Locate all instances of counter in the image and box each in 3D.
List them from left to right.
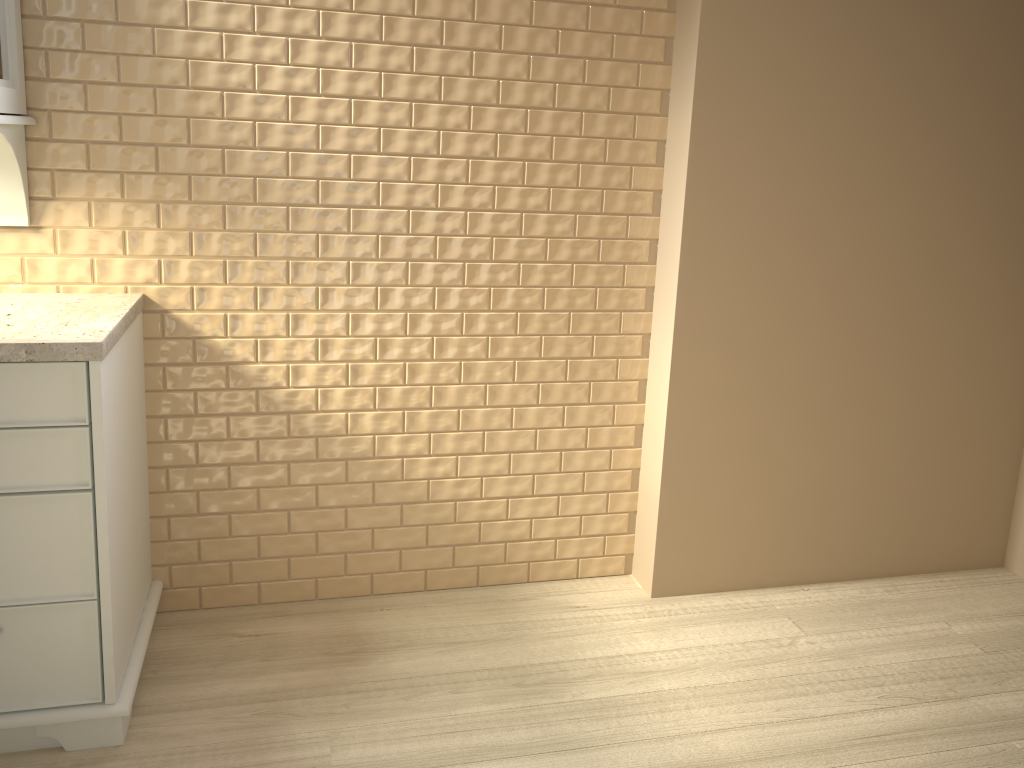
[{"bbox_3d":[-1.864,-0.105,1.564,2.198,0.034,0.531,-1,16,-14],"label":"counter"}]

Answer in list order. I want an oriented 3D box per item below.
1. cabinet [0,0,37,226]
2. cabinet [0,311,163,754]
[{"bbox_3d":[-1.859,-0.819,1.464,1.928,1.097,0.417,-1,12,-15],"label":"cabinet"},{"bbox_3d":[-1.883,0.273,1.685,2.219,0.782,0.648,-1,14,-14],"label":"cabinet"}]
